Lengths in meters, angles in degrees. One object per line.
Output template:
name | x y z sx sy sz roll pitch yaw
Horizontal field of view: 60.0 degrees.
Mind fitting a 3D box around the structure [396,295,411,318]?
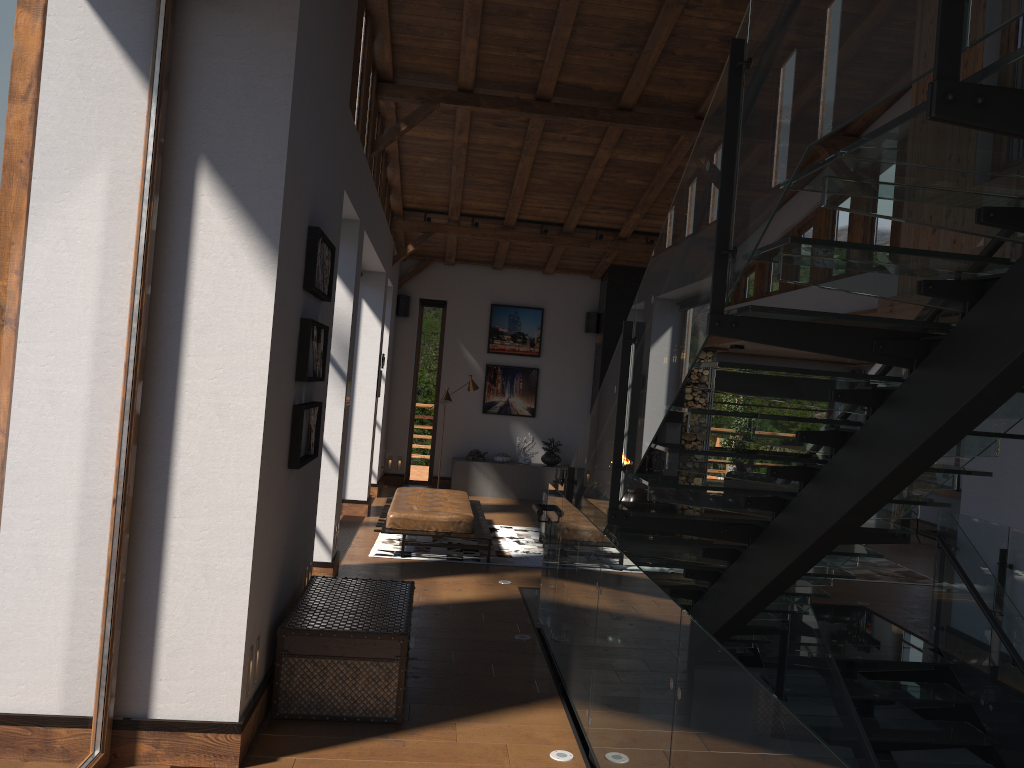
structure | -1.757 -1.258 14.323 0.214 0.349 0.213 5 -1 -5

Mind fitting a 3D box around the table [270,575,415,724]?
table | -0.939 1.504 5.190 0.686 0.470 1.251 5 0 -5

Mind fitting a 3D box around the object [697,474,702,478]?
object | 3.006 1.666 14.325 0.270 0.795 0.261 5 -1 -22

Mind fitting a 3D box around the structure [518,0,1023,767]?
structure | -0.584 1.380 2.617 9.232 6.399 11.000 5 0 -5

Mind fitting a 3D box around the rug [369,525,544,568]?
rug | 0.392 1.817 10.081 3.816 0.053 2.426 5 0 -5

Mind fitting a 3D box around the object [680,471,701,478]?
object | 2.281 1.233 11.321 0.405 0.808 0.621 5 -1 6

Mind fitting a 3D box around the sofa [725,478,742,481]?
sofa | 3.861 1.705 12.094 1.242 0.838 2.559 5 0 -6

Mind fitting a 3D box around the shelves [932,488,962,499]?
shelves | 6.447 1.492 13.064 0.613 0.989 6.628 5 0 -4

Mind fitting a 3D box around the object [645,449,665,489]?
object | 2.254 1.488 14.050 0.304 1.018 0.311 4 -1 40

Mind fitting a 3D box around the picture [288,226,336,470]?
picture | -1.153 -0.199 5.153 0.059 1.312 0.772 5 -1 -5

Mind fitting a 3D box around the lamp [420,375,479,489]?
lamp | -0.990 0.781 13.321 0.524 1.899 1.330 4 -1 16

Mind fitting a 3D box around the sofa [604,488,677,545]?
sofa | 2.122 1.565 9.766 2.572 0.838 1.236 5 0 -6

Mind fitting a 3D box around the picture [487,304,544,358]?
picture | 0.060 -0.877 14.593 0.881 0.816 0.036 5 -1 -6

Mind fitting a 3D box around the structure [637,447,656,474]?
structure | 1.864 1.203 14.385 0.985 0.514 0.183 5 -1 -6

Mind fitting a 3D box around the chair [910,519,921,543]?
chair | 5.730 1.933 12.910 0.441 0.717 0.441 5 -1 -1

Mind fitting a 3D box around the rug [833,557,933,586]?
rug | 3.409 2.063 11.508 2.436 0.053 4.036 5 0 -4

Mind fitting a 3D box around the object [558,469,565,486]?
object | 0.571 1.109 10.044 0.086 0.286 0.088 4 -1 34

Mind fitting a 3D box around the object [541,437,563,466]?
object | 0.641 1.097 14.368 0.339 0.455 0.336 4 -1 20

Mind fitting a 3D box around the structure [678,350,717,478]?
structure | 2.963 0.740 14.637 0.503 2.617 0.510 5 -1 -5

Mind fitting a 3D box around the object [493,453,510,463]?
object | -0.168 1.185 14.305 0.281 0.160 0.258 5 0 -3

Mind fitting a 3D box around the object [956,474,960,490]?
object | 6.408 1.084 12.570 0.271 0.862 0.112 4 -1 40

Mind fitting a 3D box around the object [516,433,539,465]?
object | 0.216 1.035 14.258 0.262 0.532 0.422 5 -1 -37

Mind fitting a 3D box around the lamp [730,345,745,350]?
lamp | 3.519 -0.578 13.851 0.155 0.068 0.260 5 0 -5

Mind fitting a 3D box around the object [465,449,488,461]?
object | -0.558 1.141 14.244 0.401 0.183 0.229 5 0 38

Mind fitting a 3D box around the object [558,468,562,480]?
object | 0.557 1.108 10.207 0.087 0.286 0.087 5 -1 5

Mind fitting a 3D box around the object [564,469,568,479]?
object | 0.618 1.113 10.132 0.088 0.286 0.087 5 -1 -28

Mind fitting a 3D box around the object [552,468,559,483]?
object | 0.501 1.103 10.103 0.087 0.286 0.087 5 -1 7

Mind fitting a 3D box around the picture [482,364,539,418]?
picture | -0.021 0.115 14.578 0.881 0.816 0.036 5 -1 -6

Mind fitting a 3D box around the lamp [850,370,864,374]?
lamp | 6.327 -0.083 16.285 0.214 0.349 0.213 5 -1 -5

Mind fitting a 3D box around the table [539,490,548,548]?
table | 0.549 1.552 10.116 0.406 0.609 0.416 5 -1 -5

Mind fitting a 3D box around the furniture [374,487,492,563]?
furniture | -0.896 1.520 10.145 1.178 0.437 2.753 5 0 -5

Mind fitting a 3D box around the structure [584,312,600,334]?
structure | 1.324 -1.007 14.651 0.214 0.349 0.213 5 -1 -5

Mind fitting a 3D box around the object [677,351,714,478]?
object | 2.955 0.746 14.646 0.495 2.612 0.465 5 -1 -6
